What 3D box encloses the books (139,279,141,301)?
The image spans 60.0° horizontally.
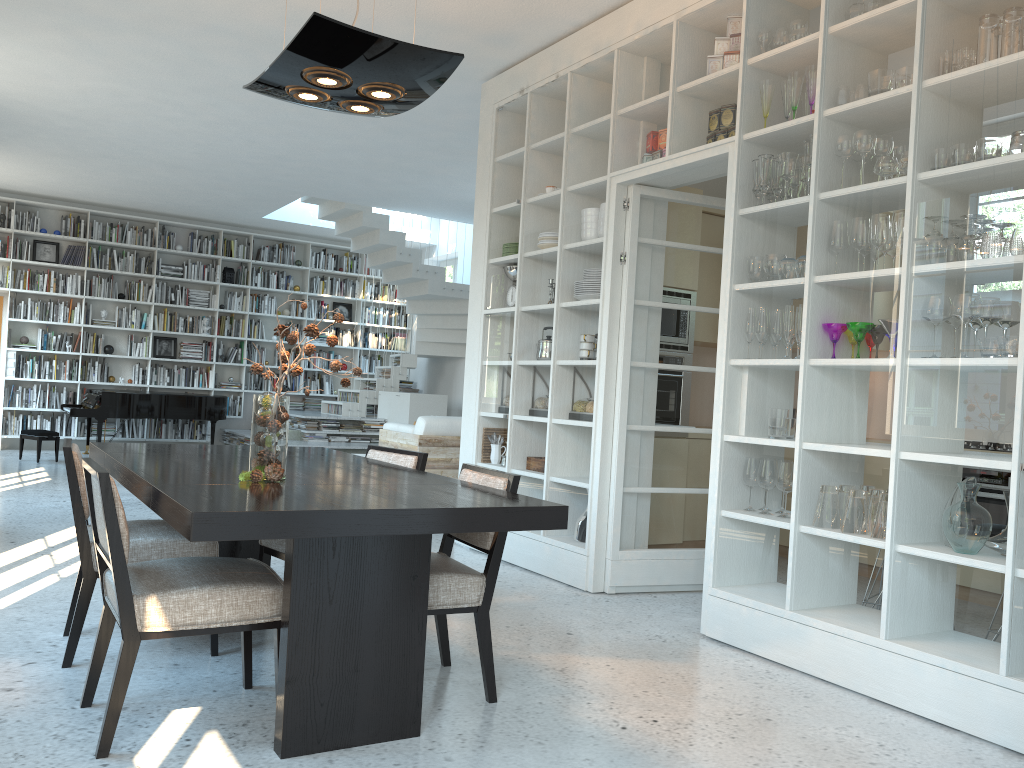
[{"bbox_3d":[-5.020,-1.253,11.941,0.006,0.304,0.165,3,0,-31],"label":"books"}]

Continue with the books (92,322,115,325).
[{"bbox_3d":[-5.408,-0.800,11.724,0.254,0.012,0.161,4,-1,-36],"label":"books"}]

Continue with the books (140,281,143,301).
[{"bbox_3d":[-5.006,-1.241,11.946,0.022,0.284,0.190,3,0,-31],"label":"books"}]

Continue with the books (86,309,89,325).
[{"bbox_3d":[-5.571,-0.873,11.637,0.034,0.209,0.136,3,0,-31],"label":"books"}]

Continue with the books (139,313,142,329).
[{"bbox_3d":[-5.026,-0.841,11.972,0.026,0.219,0.150,3,0,-31],"label":"books"}]

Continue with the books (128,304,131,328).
[{"bbox_3d":[-5.133,-0.903,11.886,0.010,0.329,0.173,3,0,-31],"label":"books"}]

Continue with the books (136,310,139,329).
[{"bbox_3d":[-5.054,-0.863,11.930,0.023,0.260,0.170,3,0,-31],"label":"books"}]

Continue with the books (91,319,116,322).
[{"bbox_3d":[-5.407,-0.836,11.726,0.285,0.012,0.159,4,-1,-35],"label":"books"}]

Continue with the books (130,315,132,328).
[{"bbox_3d":[-5.130,-0.833,11.908,0.025,0.189,0.140,3,0,-31],"label":"books"}]

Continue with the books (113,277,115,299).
[{"bbox_3d":[-5.293,-1.262,11.762,0.011,0.287,0.188,3,0,-31],"label":"books"}]

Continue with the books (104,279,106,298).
[{"bbox_3d":[-5.379,-1.255,11.712,0.009,0.261,0.180,3,0,-31],"label":"books"}]

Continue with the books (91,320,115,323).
[{"bbox_3d":[-5.410,-0.824,11.730,0.285,0.012,0.159,4,-1,-29],"label":"books"}]

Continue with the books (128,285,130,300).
[{"bbox_3d":[-5.146,-1.217,11.877,0.013,0.216,0.149,3,0,-31],"label":"books"}]

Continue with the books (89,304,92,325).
[{"bbox_3d":[-5.543,-0.905,11.647,0.021,0.278,0.136,3,0,-31],"label":"books"}]

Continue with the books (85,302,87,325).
[{"bbox_3d":[-5.593,-0.918,11.635,0.011,0.298,0.135,3,0,-31],"label":"books"}]

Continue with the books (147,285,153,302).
[{"bbox_3d":[-4.902,-1.211,11.986,0.064,0.237,0.208,3,0,-31],"label":"books"}]

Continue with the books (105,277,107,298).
[{"bbox_3d":[-5.373,-1.263,11.723,0.011,0.279,0.169,3,0,-31],"label":"books"}]

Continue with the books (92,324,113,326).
[{"bbox_3d":[-5.415,-0.775,11.733,0.254,0.012,0.161,4,-1,-31],"label":"books"}]

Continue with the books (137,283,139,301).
[{"bbox_3d":[-5.043,-1.229,11.933,0.017,0.253,0.139,3,0,-31],"label":"books"}]

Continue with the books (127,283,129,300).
[{"bbox_3d":[-5.144,-1.230,11.858,0.005,0.240,0.173,3,0,-31],"label":"books"}]

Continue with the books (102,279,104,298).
[{"bbox_3d":[-5.402,-1.252,11.690,0.012,0.251,0.184,3,0,-31],"label":"books"}]

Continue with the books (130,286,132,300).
[{"bbox_3d":[-5.122,-1.208,11.888,0.011,0.200,0.162,3,0,-31],"label":"books"}]

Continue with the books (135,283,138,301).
[{"bbox_3d":[-5.052,-1.225,11.900,0.013,0.244,0.188,3,0,-31],"label":"books"}]

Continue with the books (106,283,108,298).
[{"bbox_3d":[-5.362,-1.228,11.722,0.011,0.209,0.181,3,0,-31],"label":"books"}]

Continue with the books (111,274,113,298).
[{"bbox_3d":[-5.318,-1.286,11.772,0.005,0.331,0.161,3,0,-31],"label":"books"}]

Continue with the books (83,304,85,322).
[{"bbox_3d":[-5.618,-0.913,11.607,0.012,0.285,0.159,3,0,-31],"label":"books"}]

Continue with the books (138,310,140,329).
[{"bbox_3d":[-5.045,-0.860,11.959,0.022,0.256,0.152,3,0,-31],"label":"books"}]

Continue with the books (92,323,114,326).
[{"bbox_3d":[-5.410,-0.787,11.726,0.254,0.012,0.161,4,-1,-35],"label":"books"}]

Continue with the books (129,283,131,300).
[{"bbox_3d":[-5.124,-1.226,11.860,0.005,0.236,0.178,3,0,-31],"label":"books"}]

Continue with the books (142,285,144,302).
[{"bbox_3d":[-4.990,-1.213,11.970,0.011,0.229,0.165,3,0,-31],"label":"books"}]

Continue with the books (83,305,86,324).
[{"bbox_3d":[-5.600,-0.898,11.611,0.024,0.257,0.134,3,0,-31],"label":"books"}]

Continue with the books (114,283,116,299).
[{"bbox_3d":[-5.292,-1.227,11.795,0.012,0.218,0.151,3,0,-31],"label":"books"}]

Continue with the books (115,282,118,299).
[{"bbox_3d":[-5.266,-1.232,11.800,0.031,0.232,0.147,3,0,-31],"label":"books"}]

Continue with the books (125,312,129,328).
[{"bbox_3d":[-5.166,-0.853,11.878,0.048,0.225,0.149,3,0,-31],"label":"books"}]

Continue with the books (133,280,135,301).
[{"bbox_3d":[-5.088,-1.249,11.917,0.033,0.287,0.155,3,0,-31],"label":"books"}]

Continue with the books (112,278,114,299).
[{"bbox_3d":[-5.309,-1.262,11.773,0.004,0.284,0.166,3,0,-31],"label":"books"}]

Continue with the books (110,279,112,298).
[{"bbox_3d":[-5.325,-1.251,11.757,0.010,0.262,0.158,3,0,-31],"label":"books"}]

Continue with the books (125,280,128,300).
[{"bbox_3d":[-5.168,-1.249,11.874,0.012,0.276,0.129,3,0,-31],"label":"books"}]

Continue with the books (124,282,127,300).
[{"bbox_3d":[-5.173,-1.238,11.864,0.005,0.254,0.161,3,0,-31],"label":"books"}]

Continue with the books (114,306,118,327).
[{"bbox_3d":[-5.267,-0.890,11.801,0.012,0.285,0.159,3,0,-31],"label":"books"}]

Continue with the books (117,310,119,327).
[{"bbox_3d":[-5.266,-0.863,11.818,0.010,0.232,0.154,3,0,-31],"label":"books"}]

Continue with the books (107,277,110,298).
[{"bbox_3d":[-5.344,-1.268,11.738,0.011,0.291,0.176,3,0,-31],"label":"books"}]

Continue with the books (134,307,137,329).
[{"bbox_3d":[-5.067,-0.884,11.920,0.011,0.301,0.178,3,0,-31],"label":"books"}]

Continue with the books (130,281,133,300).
[{"bbox_3d":[-5.116,-1.241,11.900,0.009,0.267,0.149,3,0,-31],"label":"books"}]

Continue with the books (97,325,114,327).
[{"bbox_3d":[-5.414,-0.763,11.730,0.285,0.012,0.159,4,-1,-33],"label":"books"}]

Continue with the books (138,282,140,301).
[{"bbox_3d":[-5.033,-1.235,11.939,0.004,0.265,0.141,3,0,-31],"label":"books"}]

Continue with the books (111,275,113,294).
[{"bbox_3d":[-5.324,-1.279,11.771,0.005,0.316,0.157,3,0,-31],"label":"books"}]

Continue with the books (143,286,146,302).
[{"bbox_3d":[-4.975,-1.205,11.979,0.024,0.216,0.142,3,0,-31],"label":"books"}]

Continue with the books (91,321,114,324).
[{"bbox_3d":[-5.410,-0.812,11.728,0.254,0.012,0.161,4,-1,-34],"label":"books"}]

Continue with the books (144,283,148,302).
[{"bbox_3d":[-4.950,-1.224,11.983,0.022,0.257,0.155,3,0,-31],"label":"books"}]

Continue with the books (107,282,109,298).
[{"bbox_3d":[-5.365,-1.236,11.749,0.011,0.226,0.129,3,0,-31],"label":"books"}]

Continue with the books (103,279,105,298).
[{"bbox_3d":[-5.405,-1.257,11.716,0.010,0.261,0.169,3,0,-31],"label":"books"}]

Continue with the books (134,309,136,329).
[{"bbox_3d":[-5.073,-0.867,11.907,0.012,0.265,0.192,3,0,-31],"label":"books"}]

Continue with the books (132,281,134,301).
[{"bbox_3d":[-5.099,-1.244,11.898,0.005,0.275,0.157,3,0,-31],"label":"books"}]

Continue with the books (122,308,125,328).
[{"bbox_3d":[-5.202,-0.877,11.850,0.022,0.267,0.151,3,0,-31],"label":"books"}]

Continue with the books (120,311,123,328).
[{"bbox_3d":[-5.231,-0.858,11.851,0.024,0.227,0.137,3,0,-31],"label":"books"}]

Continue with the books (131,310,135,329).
[{"bbox_3d":[-5.096,-0.859,11.905,0.028,0.247,0.170,3,0,-31],"label":"books"}]

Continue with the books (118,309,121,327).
[{"bbox_3d":[-5.238,-0.869,11.812,0.030,0.247,0.174,3,0,-31],"label":"books"}]

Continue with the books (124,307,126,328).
[{"bbox_3d":[-5.181,-0.885,11.849,0.012,0.286,0.167,3,0,-31],"label":"books"}]
